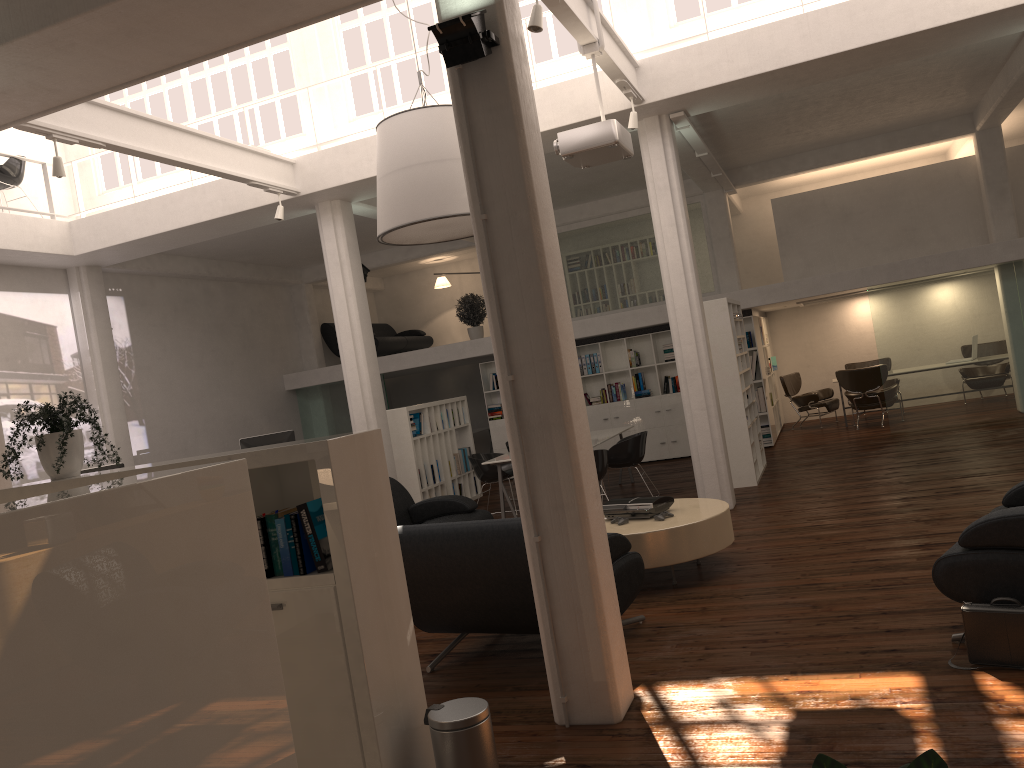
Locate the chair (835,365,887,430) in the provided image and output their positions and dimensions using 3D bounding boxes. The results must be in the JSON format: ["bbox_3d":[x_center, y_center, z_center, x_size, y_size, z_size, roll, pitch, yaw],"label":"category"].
[{"bbox_3d":[6.985,0.225,17.306,0.994,1.183,0.991,-9,0,35],"label":"chair"}]

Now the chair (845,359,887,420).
[{"bbox_3d":[7.778,0.085,19.053,0.994,1.183,0.991,-9,0,15],"label":"chair"}]

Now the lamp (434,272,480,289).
[{"bbox_3d":[-0.822,-2.724,21.791,2.635,0.513,0.447,-9,0,29],"label":"lamp"}]

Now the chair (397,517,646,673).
[{"bbox_3d":[0.052,1.465,6.723,1.454,1.130,1.481,-9,0,31],"label":"chair"}]

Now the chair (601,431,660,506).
[{"bbox_3d":[1.652,1.233,12.778,0.757,1.004,0.795,-9,0,15],"label":"chair"}]

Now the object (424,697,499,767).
[{"bbox_3d":[-0.225,1.859,4.458,0.415,0.465,0.311,-9,0,3],"label":"object"}]

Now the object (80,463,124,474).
[{"bbox_3d":[-5.114,1.473,10.837,0.347,0.888,0.886,-9,0,40],"label":"object"}]

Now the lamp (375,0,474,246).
[{"bbox_3d":[-1.021,-3.654,8.911,1.386,4.284,1.386,-9,0,34],"label":"lamp"}]

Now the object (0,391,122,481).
[{"bbox_3d":[-2.662,0.301,5.235,0.646,0.504,0.709,-10,0,-39],"label":"object"}]

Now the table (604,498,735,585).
[{"bbox_3d":[1.290,1.535,8.441,1.616,0.570,1.616,-9,0,13],"label":"table"}]

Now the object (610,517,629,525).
[{"bbox_3d":[0.999,1.263,8.226,0.119,0.062,0.193,-10,0,-19],"label":"object"}]

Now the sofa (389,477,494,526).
[{"bbox_3d":[-1.417,1.701,9.403,1.467,1.119,3.087,-9,0,20],"label":"sofa"}]

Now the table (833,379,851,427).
[{"bbox_3d":[8.509,0.098,17.658,3.900,0.947,1.040,-9,0,20],"label":"table"}]

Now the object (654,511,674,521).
[{"bbox_3d":[1.338,1.188,8.136,0.231,0.099,0.193,-9,0,43],"label":"object"}]

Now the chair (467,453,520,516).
[{"bbox_3d":[-0.225,1.541,13.652,0.757,1.004,0.795,-9,0,20],"label":"chair"}]

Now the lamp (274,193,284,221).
[{"bbox_3d":[-3.069,-2.317,11.619,0.136,0.357,0.117,-9,0,14],"label":"lamp"}]

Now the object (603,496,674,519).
[{"bbox_3d":[1.194,1.177,8.487,0.558,0.163,0.471,-9,0,40],"label":"object"}]

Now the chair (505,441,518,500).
[{"bbox_3d":[0.329,1.440,15.314,0.795,1.004,0.757,-10,0,-35],"label":"chair"}]

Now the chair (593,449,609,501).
[{"bbox_3d":[0.957,1.355,11.552,0.795,1.004,0.757,-9,0,-5],"label":"chair"}]

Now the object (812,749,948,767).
[{"bbox_3d":[0.930,1.442,2.131,1.327,0.936,1.240,-10,0,-30],"label":"object"}]

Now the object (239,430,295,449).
[{"bbox_3d":[-3.946,1.260,14.524,0.886,0.888,0.347,-10,0,-25],"label":"object"}]

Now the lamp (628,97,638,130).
[{"bbox_3d":[1.349,-3.044,10.000,0.136,0.357,0.117,-9,0,26],"label":"lamp"}]

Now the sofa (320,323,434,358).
[{"bbox_3d":[-3.265,-1.067,22.079,1.467,1.119,3.087,-9,0,20],"label":"sofa"}]

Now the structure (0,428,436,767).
[{"bbox_3d":[-2.795,1.560,3.063,3.131,1.914,4.752,-9,0,20],"label":"structure"}]

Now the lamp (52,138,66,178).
[{"bbox_3d":[-4.255,-2.104,8.297,0.136,0.357,0.117,-9,0,26],"label":"lamp"}]

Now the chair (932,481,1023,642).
[{"bbox_3d":[3.556,0.889,5.473,1.481,1.130,1.454,-9,0,41],"label":"chair"}]

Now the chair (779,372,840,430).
[{"bbox_3d":[6.365,0.320,18.954,0.991,1.183,0.994,-9,0,40],"label":"chair"}]

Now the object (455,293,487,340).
[{"bbox_3d":[-0.847,-1.472,19.710,0.793,1.127,0.770,-9,0,18],"label":"object"}]

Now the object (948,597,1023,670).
[{"bbox_3d":[2.797,1.400,5.029,0.618,0.376,0.271,-9,0,36],"label":"object"}]

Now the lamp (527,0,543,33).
[{"bbox_3d":[0.158,-2.829,6.666,0.136,0.357,0.117,-9,0,14],"label":"lamp"}]
